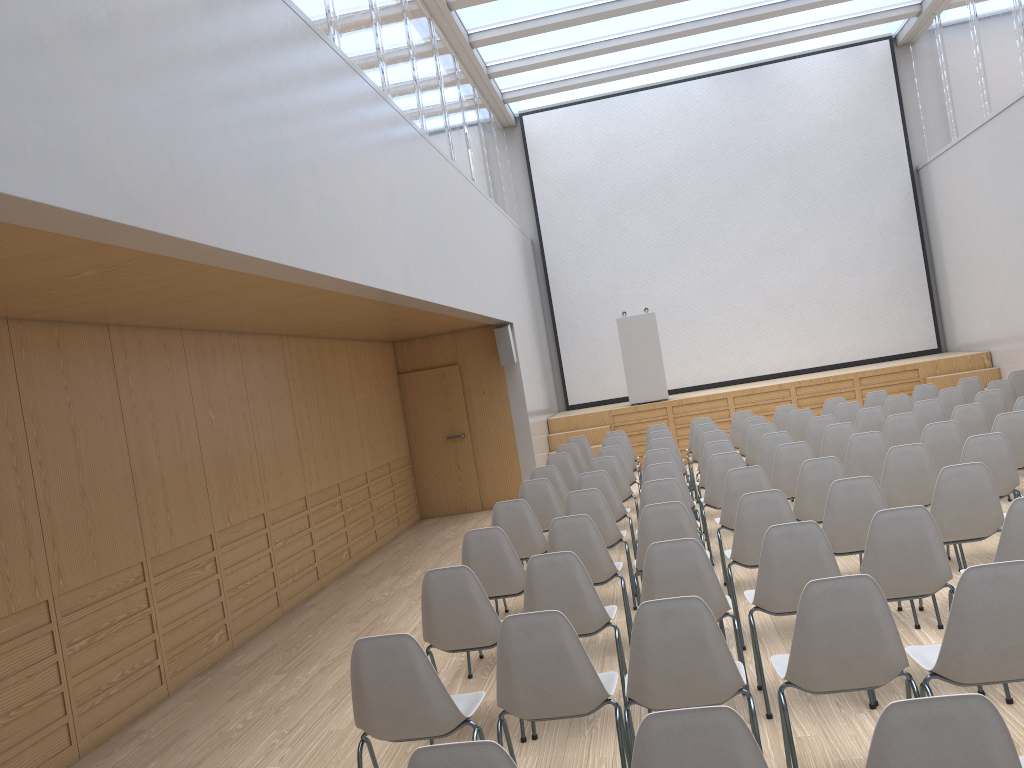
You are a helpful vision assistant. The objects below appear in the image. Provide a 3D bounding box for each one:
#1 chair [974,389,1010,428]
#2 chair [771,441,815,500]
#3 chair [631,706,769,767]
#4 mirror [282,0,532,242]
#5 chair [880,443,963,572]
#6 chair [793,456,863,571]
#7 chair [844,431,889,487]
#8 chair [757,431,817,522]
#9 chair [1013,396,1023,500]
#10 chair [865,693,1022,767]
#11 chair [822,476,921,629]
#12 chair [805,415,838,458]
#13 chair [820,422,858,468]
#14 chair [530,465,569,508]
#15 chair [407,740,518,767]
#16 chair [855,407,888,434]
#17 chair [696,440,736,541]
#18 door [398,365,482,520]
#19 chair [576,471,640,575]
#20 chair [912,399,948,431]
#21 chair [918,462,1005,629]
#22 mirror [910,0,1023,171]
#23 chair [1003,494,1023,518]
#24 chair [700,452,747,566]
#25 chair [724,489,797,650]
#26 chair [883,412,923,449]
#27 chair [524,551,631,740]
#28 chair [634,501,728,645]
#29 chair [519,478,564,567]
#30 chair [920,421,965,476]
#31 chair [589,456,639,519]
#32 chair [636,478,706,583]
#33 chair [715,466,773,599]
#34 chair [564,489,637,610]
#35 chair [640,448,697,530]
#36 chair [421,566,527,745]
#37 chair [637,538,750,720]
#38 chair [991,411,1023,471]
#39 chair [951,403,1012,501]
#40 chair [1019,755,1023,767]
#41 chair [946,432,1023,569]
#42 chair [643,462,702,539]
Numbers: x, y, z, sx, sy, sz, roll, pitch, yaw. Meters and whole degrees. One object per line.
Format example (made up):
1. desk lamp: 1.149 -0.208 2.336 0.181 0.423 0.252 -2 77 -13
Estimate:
1. chair: 4.658 0.486 8.707 0.479 0.876 0.505 -9 0 9
2. chair: 2.271 0.879 7.098 0.479 0.876 0.505 -9 0 9
3. chair: 0.518 1.182 2.319 0.479 0.876 0.505 -9 0 9
4. mirror: -1.309 -3.275 7.010 0.253 2.090 17.825 -9 0 9
5. chair: 2.669 0.819 6.011 0.479 0.876 0.505 -9 0 9
6. chair: 2.118 0.908 6.041 0.479 0.876 0.505 -9 0 9
7. chair: 2.802 0.793 7.002 0.479 0.876 0.505 -9 0 9
8. chair: 2.421 0.851 8.038 0.479 0.876 0.505 -9 0 9
9. chair: 4.470 0.521 7.705 0.479 0.876 0.505 -9 0 9
10. chair: 1.024 1.100 2.168 0.479 0.876 0.505 -9 0 9
11. chair: 1.966 0.936 5.094 0.479 0.876 0.505 -9 0 9
12. chair: 3.121 0.734 8.874 0.479 0.876 0.505 -9 0 9
13. chair: 2.943 0.766 7.932 0.479 0.876 0.505 -9 0 9
14. chair: 0.394 1.177 8.345 0.479 0.876 0.505 -9 0 9
15. chair: -0.027 1.270 2.339 0.479 0.876 0.505 -9 0 9
16. chair: 3.602 0.656 8.897 0.479 0.876 0.505 -9 0 9
17. chair: 1.925 0.931 8.097 0.479 0.876 0.505 -9 0 9
18. door: -0.999 0.805 12.145 0.873 2.024 0.108 -9 0 9
19. chair: 0.750 1.124 7.316 0.479 0.876 0.505 -9 0 9
20. chair: 4.092 0.577 8.758 0.479 0.876 0.505 -9 0 9
21. chair: 2.504 0.850 4.966 0.479 0.876 0.505 -9 0 9
22. mirror: 5.313 -4.341 5.937 0.253 2.090 17.825 -9 0 9
23. chair: 3.003 0.769 4.954 0.479 0.876 0.505 -9 0 9
24. chair: 1.763 0.961 7.152 0.479 0.876 0.505 -9 0 9
25. chair: 1.479 1.015 5.132 0.479 0.876 0.505 -9 0 9
26. chair: 3.470 0.681 7.916 0.479 0.876 0.505 -9 0 9
27. chair: 0.290 1.210 4.372 0.479 0.876 0.505 -9 0 9
28. chair: 0.959 1.098 5.276 0.479 0.876 0.505 -9 0 9
29. chair: 0.289 1.198 7.419 0.479 0.876 0.505 -9 0 9
30. chair: 3.322 0.710 6.899 0.479 0.876 0.505 -9 0 9
31. chair: 0.934 1.090 8.317 0.479 0.876 0.505 -9 0 9
32. chair: 1.105 1.071 6.246 0.479 0.876 0.505 -9 0 9
33. chair: 1.663 0.981 6.184 0.479 0.876 0.505 -9 0 9
34. chair: 0.594 1.153 6.347 0.479 0.876 0.505 -9 0 9
35. chair: 1.419 1.012 8.220 0.479 0.876 0.505 -9 0 9
36. chair: -0.201 1.289 4.433 0.479 0.876 0.505 -9 0 9
37. chair: 0.828 1.124 4.225 0.479 0.876 0.505 -9 0 9
38. chair: 3.802 0.632 6.801 0.479 0.876 0.505 -9 0 9
39. chair: 3.992 0.597 7.803 0.479 0.876 0.505 -9 0 9
40. chair: 1.541 1.017 2.144 0.479 0.876 0.505 -9 0 9
41. chair: 3.131 0.744 5.917 0.479 0.876 0.505 -9 0 9
42. chair: 1.264 1.041 7.150 0.479 0.876 0.505 -9 0 9
